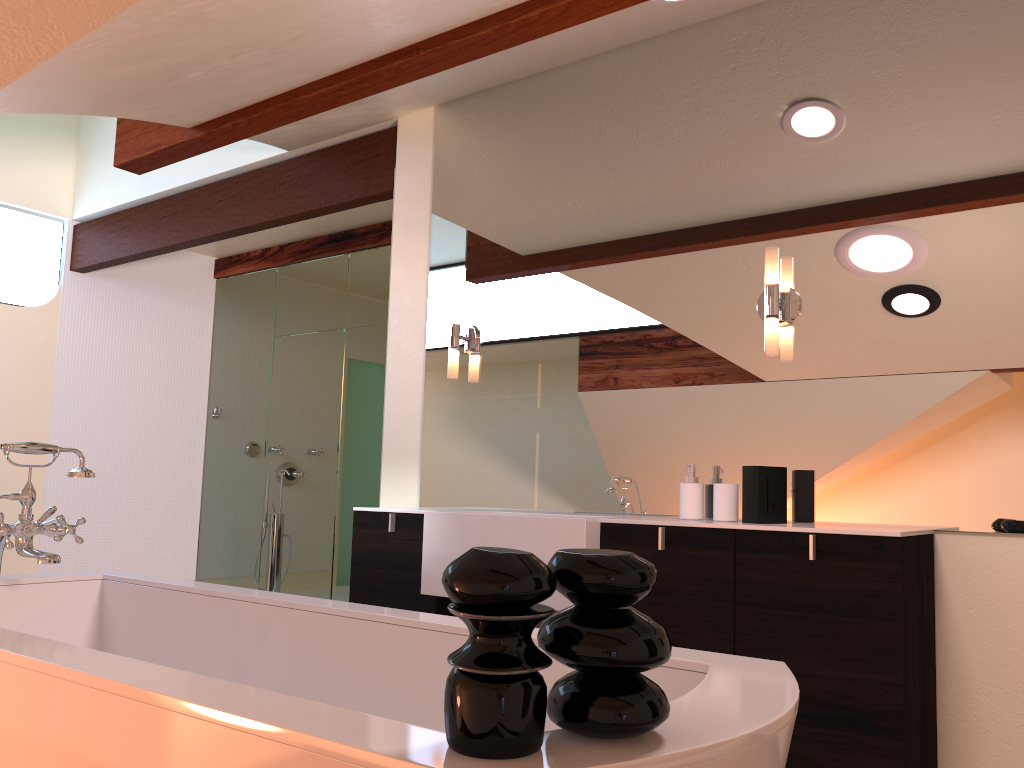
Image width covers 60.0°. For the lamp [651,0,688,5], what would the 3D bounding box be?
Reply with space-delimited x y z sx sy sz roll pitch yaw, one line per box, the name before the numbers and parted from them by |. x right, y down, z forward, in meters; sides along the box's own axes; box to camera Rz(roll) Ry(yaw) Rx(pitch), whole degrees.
lamp | 0.492 -1.193 2.417 0.228 0.101 0.207 -5 -10 41

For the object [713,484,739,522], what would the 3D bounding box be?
object | 0.634 0.390 2.626 0.073 0.122 0.073 -2 -7 32

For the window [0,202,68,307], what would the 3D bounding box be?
window | -1.996 -1.016 3.575 3.521 0.673 2.114 -4 -9 36

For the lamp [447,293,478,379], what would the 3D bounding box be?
lamp | -0.208 -0.202 3.411 0.131 0.364 0.083 -3 -7 36

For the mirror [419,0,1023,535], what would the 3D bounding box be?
mirror | 0.961 -0.458 2.630 3.237 1.836 0.011 -4 -8 36

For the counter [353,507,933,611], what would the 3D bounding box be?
counter | 0.254 0.606 2.747 1.857 0.295 0.444 -4 -9 36

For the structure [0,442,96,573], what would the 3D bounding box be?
structure | -1.338 0.727 2.284 0.385 1.116 0.555 6 -7 -39

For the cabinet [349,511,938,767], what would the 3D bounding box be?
cabinet | 0.262 0.933 2.739 1.857 0.919 0.387 -4 -8 36

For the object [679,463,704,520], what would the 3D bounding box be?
object | 0.548 0.366 2.716 0.080 0.190 0.074 3 -6 -13

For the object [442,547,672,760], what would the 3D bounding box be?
object | 0.049 0.316 0.981 0.276 0.228 0.157 5 -7 -23

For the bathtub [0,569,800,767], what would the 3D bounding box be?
bathtub | -0.591 0.854 1.681 2.218 0.691 0.801 -4 -9 36

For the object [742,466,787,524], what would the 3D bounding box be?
object | 0.714 0.348 2.507 0.116 0.177 0.067 5 -7 -30

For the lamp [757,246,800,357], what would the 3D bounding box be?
lamp | 0.792 -0.272 2.674 0.131 0.364 0.083 -3 -7 36
